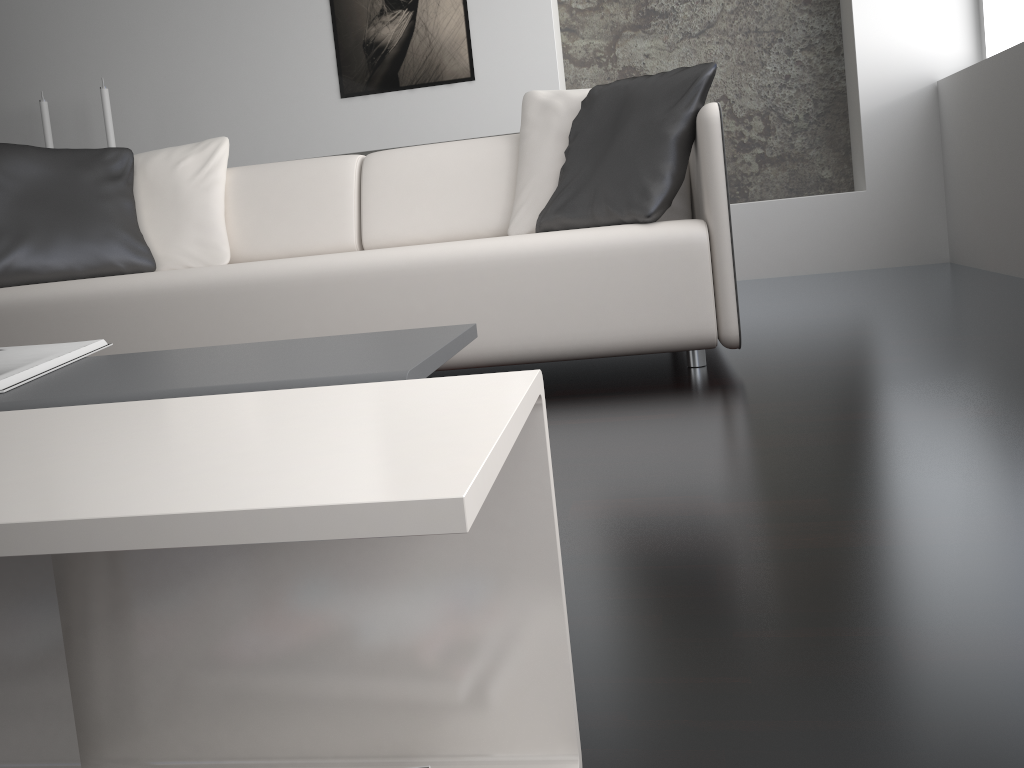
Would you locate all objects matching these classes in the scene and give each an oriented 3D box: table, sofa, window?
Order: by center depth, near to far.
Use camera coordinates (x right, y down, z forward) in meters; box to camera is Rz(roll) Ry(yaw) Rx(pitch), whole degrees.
[{"bbox_3d":[1.492,-1.339,0.187,0.110,1.412,8.183,-5,10,11],"label":"window"},{"bbox_3d":[-0.459,0.207,0.591,0.967,0.311,0.303,-4,7,9],"label":"table"},{"bbox_3d":[-0.664,0.163,0.942,1.255,0.311,0.303,-4,7,9],"label":"table"},{"bbox_3d":[-0.504,-0.408,2.734,2.235,0.654,0.933,-4,8,8],"label":"sofa"}]

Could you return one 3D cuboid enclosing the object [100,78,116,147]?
[{"bbox_3d":[-2.093,-0.934,4.702,0.180,1.382,0.182,-5,4,11],"label":"object"}]

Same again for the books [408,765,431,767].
[{"bbox_3d":[-0.189,0.311,0.513,0.263,0.016,0.230,-6,11,1],"label":"books"}]

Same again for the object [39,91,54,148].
[{"bbox_3d":[-2.512,-0.924,4.886,0.180,1.382,0.182,-5,4,11],"label":"object"}]

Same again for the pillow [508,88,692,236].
[{"bbox_3d":[0.278,-0.695,2.715,0.586,0.502,0.303,-4,6,15],"label":"pillow"}]

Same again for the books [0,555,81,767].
[{"bbox_3d":[-0.357,0.202,0.562,0.007,0.281,0.208,-5,6,9],"label":"books"}]

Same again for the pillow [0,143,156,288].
[{"bbox_3d":[-1.403,-0.528,2.682,0.571,0.445,0.278,-12,8,-35],"label":"pillow"}]

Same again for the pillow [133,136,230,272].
[{"bbox_3d":[-1.207,-0.561,2.924,0.584,0.495,0.327,-6,6,0],"label":"pillow"}]

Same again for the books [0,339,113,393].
[{"bbox_3d":[-0.768,0.007,0.945,0.549,0.016,0.362,-8,11,-9],"label":"books"}]

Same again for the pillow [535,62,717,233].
[{"bbox_3d":[0.325,-0.653,2.443,0.336,0.432,0.553,-10,9,-33],"label":"pillow"}]

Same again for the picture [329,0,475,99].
[{"bbox_3d":[-0.609,-2.056,4.639,0.744,0.995,0.004,-5,4,11],"label":"picture"}]
